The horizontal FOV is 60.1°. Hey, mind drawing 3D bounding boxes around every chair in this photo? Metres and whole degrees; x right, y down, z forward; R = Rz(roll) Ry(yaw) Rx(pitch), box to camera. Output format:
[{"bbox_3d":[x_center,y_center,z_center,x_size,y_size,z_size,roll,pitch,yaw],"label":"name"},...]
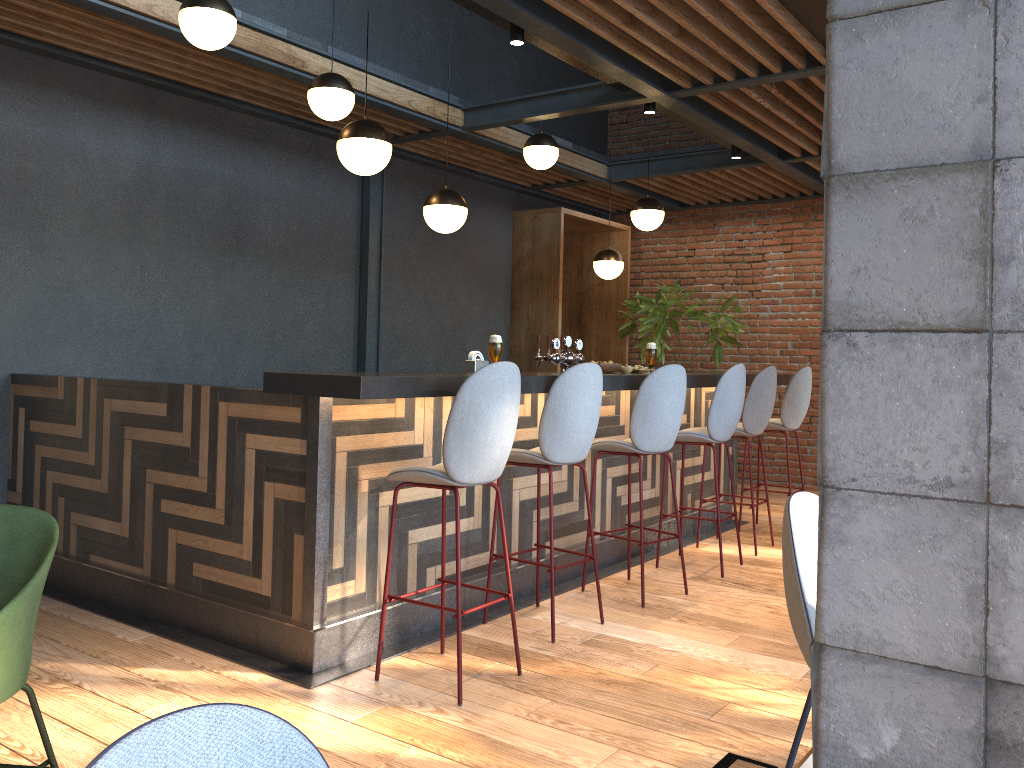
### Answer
[{"bbox_3d":[0.161,0.513,4.205,0.508,1.244,0.418,1,-1,41],"label":"chair"},{"bbox_3d":[-1.489,0.747,2.198,0.638,0.819,0.515,1,0,6],"label":"chair"},{"bbox_3d":[-0.236,0.526,3.471,0.508,1.244,0.418,1,-1,36],"label":"chair"},{"bbox_3d":[0.673,0.508,4.800,0.418,1.244,0.508,2,-1,-43],"label":"chair"},{"bbox_3d":[1.150,0.490,5.397,0.508,1.244,0.418,1,-1,32],"label":"chair"},{"bbox_3d":[1.002,0.767,2.424,0.508,0.888,0.418,1,-1,42],"label":"chair"},{"bbox_3d":[1.972,0.483,6.649,0.508,1.244,0.418,1,-1,35],"label":"chair"},{"bbox_3d":[-0.163,0.789,0.776,0.508,0.888,0.418,1,-1,32],"label":"chair"},{"bbox_3d":[1.535,0.490,6.061,0.508,1.244,0.418,1,-1,33],"label":"chair"}]

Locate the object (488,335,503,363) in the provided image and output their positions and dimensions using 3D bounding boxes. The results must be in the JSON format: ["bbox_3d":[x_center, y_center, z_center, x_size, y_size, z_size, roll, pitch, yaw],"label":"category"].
[{"bbox_3d":[-0.077,-0.138,4.073,0.070,0.178,0.070,1,-1,39],"label":"object"}]

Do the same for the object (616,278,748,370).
[{"bbox_3d":[1.661,-0.025,9.004,1.517,2.098,1.082,1,0,41],"label":"object"}]

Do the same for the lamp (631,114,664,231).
[{"bbox_3d":[1.134,-3.128,7.157,0.268,3.797,0.268,0,-1,45],"label":"lamp"}]

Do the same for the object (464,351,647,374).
[{"bbox_3d":[0.277,-0.109,4.697,0.322,0.106,1.509,3,2,39],"label":"object"}]

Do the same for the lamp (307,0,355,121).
[{"bbox_3d":[-0.994,-3.411,5.117,0.268,3.797,0.268,1,-1,0],"label":"lamp"}]

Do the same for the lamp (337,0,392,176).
[{"bbox_3d":[-0.678,-2.917,4.362,0.268,3.797,0.268,1,-1,37],"label":"lamp"}]

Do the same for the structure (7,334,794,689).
[{"bbox_3d":[-0.285,0.373,5.899,2.918,1.397,4.917,2,2,36],"label":"structure"}]

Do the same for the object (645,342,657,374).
[{"bbox_3d":[0.813,-0.152,5.178,0.070,0.183,0.070,2,-1,-34],"label":"object"}]

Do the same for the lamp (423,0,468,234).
[{"bbox_3d":[-0.360,-2.809,5.393,0.268,3.797,0.268,1,-1,26],"label":"lamp"}]

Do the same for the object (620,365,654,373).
[{"bbox_3d":[0.710,-0.089,5.269,0.164,0.052,0.291,3,2,44],"label":"object"}]

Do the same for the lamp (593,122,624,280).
[{"bbox_3d":[0.888,-2.809,7.772,0.268,3.797,0.268,2,-1,-34],"label":"lamp"}]

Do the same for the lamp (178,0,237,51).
[{"bbox_3d":[-1.427,-3.518,4.317,0.268,3.797,0.268,1,-1,41],"label":"lamp"}]

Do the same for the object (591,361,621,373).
[{"bbox_3d":[0.515,-0.099,5.091,0.168,0.073,0.168,1,2,-34],"label":"object"}]

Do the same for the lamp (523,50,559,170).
[{"bbox_3d":[0.262,-3.506,6.679,0.268,3.797,0.268,1,-1,41],"label":"lamp"}]
